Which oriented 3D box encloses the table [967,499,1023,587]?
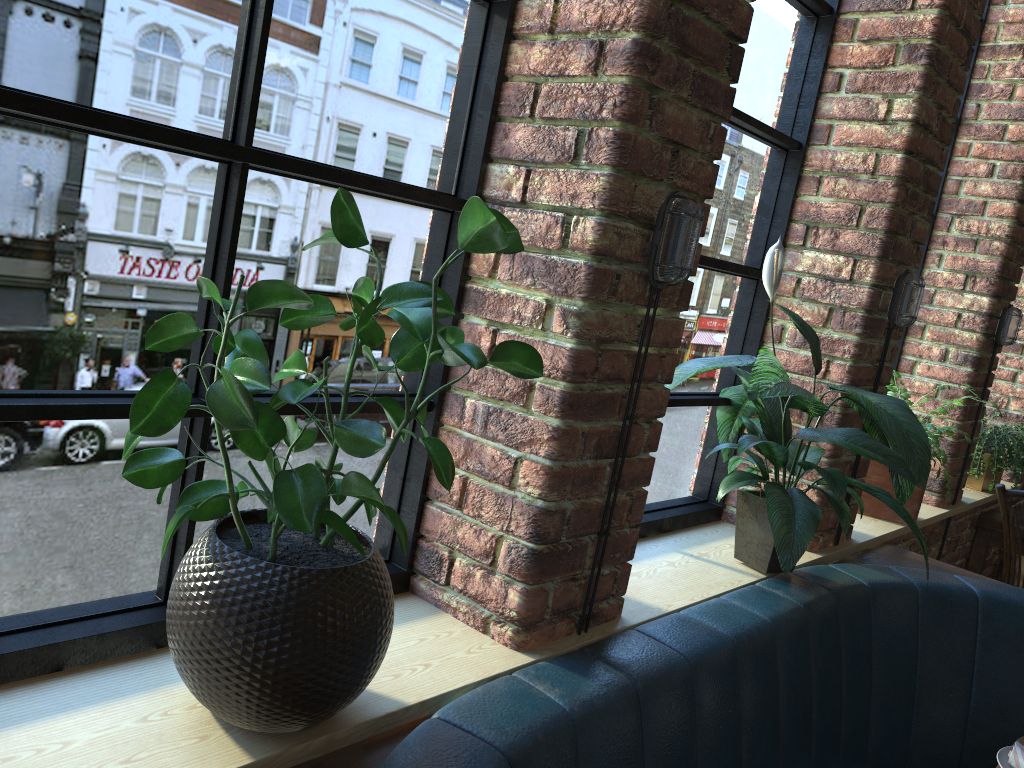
[{"bbox_3d":[2.380,0.983,3.707,0.787,0.726,0.715,17,10,40],"label":"table"}]

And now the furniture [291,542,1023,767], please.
[{"bbox_3d":[0.731,0.982,1.311,1.433,0.821,2.488,17,10,40],"label":"furniture"}]

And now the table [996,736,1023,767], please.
[{"bbox_3d":[0.918,1.125,1.130,0.864,0.660,1.467,17,10,40],"label":"table"}]

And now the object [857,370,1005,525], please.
[{"bbox_3d":[1.237,0.188,2.853,0.444,0.482,0.436,7,9,-27],"label":"object"}]

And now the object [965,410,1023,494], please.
[{"bbox_3d":[2.008,0.262,3.686,0.523,0.369,0.578,17,10,40],"label":"object"}]

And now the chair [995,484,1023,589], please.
[{"bbox_3d":[2.074,0.873,3.385,0.500,0.914,0.422,6,9,-29],"label":"chair"}]

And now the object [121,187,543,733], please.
[{"bbox_3d":[-0.230,0.081,1.105,0.494,0.662,0.400,7,9,-25],"label":"object"}]

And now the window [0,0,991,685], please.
[{"bbox_3d":[0.265,-0.577,0.190,3.476,2.427,8.448,11,8,4],"label":"window"}]

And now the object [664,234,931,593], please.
[{"bbox_3d":[0.633,0.062,1.951,0.638,0.750,0.698,17,10,39],"label":"object"}]

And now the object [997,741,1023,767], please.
[{"bbox_3d":[1.000,0.715,1.542,0.309,0.051,0.283,2,12,-46],"label":"object"}]
